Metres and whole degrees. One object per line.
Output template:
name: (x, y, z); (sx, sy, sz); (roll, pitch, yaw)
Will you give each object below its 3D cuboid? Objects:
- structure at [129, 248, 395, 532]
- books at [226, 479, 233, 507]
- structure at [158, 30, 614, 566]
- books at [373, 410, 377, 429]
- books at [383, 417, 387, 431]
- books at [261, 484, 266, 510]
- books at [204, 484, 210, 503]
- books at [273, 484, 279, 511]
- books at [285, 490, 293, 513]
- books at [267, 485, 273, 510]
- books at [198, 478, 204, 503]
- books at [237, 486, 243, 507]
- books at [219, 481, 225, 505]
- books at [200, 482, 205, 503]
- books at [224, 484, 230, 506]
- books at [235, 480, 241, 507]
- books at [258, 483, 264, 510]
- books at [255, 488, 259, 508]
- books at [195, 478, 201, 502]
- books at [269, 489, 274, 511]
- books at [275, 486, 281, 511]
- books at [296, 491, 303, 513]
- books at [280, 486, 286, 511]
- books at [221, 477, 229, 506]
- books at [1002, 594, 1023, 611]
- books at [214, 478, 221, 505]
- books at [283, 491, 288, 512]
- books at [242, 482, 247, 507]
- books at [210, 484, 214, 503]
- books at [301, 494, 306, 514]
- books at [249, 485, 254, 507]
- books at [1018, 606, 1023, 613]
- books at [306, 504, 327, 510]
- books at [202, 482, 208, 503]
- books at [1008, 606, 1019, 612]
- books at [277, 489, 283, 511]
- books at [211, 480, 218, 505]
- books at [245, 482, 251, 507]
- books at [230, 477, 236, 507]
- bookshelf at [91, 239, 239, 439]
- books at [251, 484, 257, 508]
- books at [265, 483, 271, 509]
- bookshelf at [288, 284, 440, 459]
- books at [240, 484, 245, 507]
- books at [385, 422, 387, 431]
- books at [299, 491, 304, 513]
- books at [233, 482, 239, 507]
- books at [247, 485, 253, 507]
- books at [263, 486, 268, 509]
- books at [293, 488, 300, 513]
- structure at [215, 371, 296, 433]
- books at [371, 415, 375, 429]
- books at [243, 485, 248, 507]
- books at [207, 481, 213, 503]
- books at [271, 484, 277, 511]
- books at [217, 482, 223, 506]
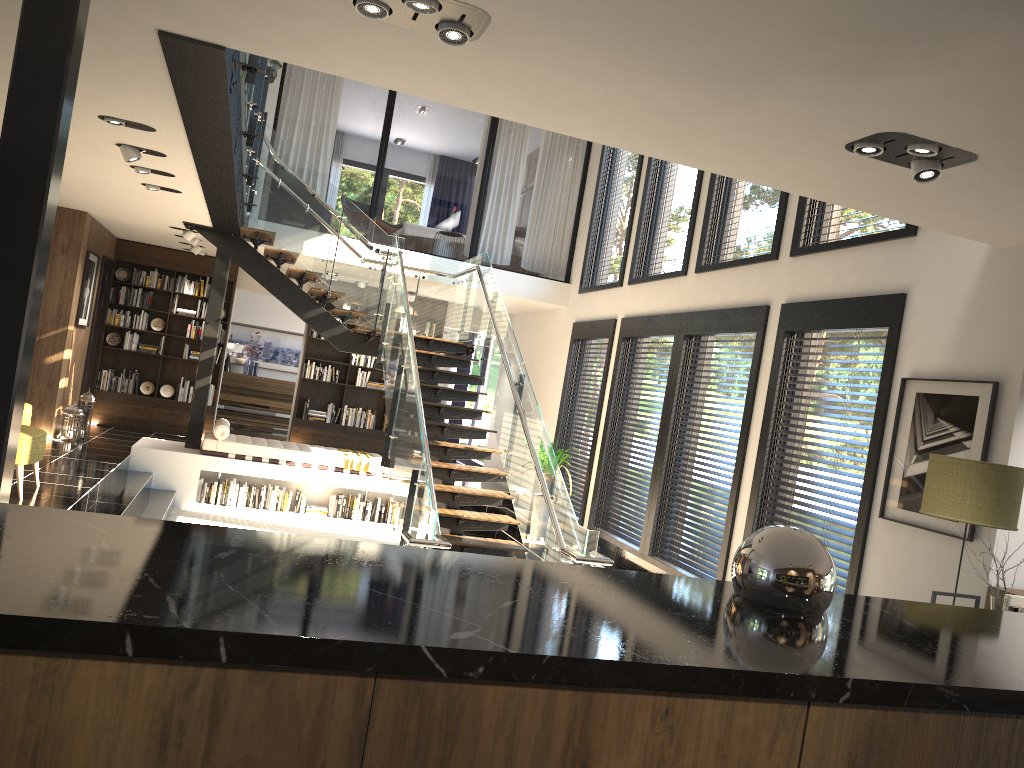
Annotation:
structure: (-2.606, 0.030, 11.328); (3.784, 3.245, 1.148); (9, 0, -17)
books: (-3.398, 1.308, 10.676); (0.028, 0.309, 0.211); (9, 0, -17)
structure: (-1.396, -0.225, 7.720); (3.449, 4.868, 7.275); (9, 0, -17)
books: (-2.172, 0.560, 13.975); (0.022, 0.307, 0.131); (9, 0, -17)
books: (-2.012, 0.609, 14.018); (0.024, 0.264, 0.174); (9, 0, -17)
books: (-3.045, 1.377, 10.858); (0.025, 0.293, 0.205); (9, 0, -17)
books: (-3.658, 1.314, 10.641); (0.029, 0.211, 0.130); (9, 0, -17)
books: (-2.900, 1.395, 10.899); (0.020, 0.305, 0.172); (9, 0, -17)
books: (-2.755, 1.443, 10.938); (0.050, 0.258, 0.215); (9, 0, -17)
books: (-2.976, 1.392, 10.888); (0.025, 0.287, 0.169); (9, 0, -17)
books: (-3.721, 1.266, 10.603); (0.024, 0.286, 0.130); (9, 0, -17)
books: (-3.294, 1.361, 10.737); (0.029, 0.240, 0.165); (9, 0, -17)
books: (-3.490, 1.308, 10.680); (0.028, 0.279, 0.120); (9, 0, -17)
books: (-3.699, 1.298, 10.596); (0.024, 0.229, 0.171); (9, 0, -17)
books: (-3.438, 1.338, 10.692); (0.029, 0.237, 0.146); (9, 0, -17)
books: (-3.312, 1.321, 10.733); (0.021, 0.313, 0.139); (9, 0, -17)
books: (-3.069, 1.369, 10.837); (0.033, 0.299, 0.195); (9, 0, -17)
books: (-3.120, 1.394, 10.847); (0.050, 0.234, 0.149); (9, 0, -17)
books: (-3.750, 1.269, 10.611); (0.025, 0.270, 0.156); (9, 0, -17)
books: (-2.948, 1.417, 10.873); (0.027, 0.246, 0.193); (9, 0, -17)
books: (-2.882, 1.404, 10.909); (0.023, 0.293, 0.157); (9, 0, -17)
books: (-2.649, 1.465, 11.023); (0.045, 0.251, 0.142); (9, 0, -17)
books: (-2.830, 1.413, 10.952); (0.037, 0.293, 0.128); (9, 0, -17)
books: (-3.452, 1.292, 10.661); (0.030, 0.322, 0.202); (9, 0, -17)
books: (2.507, 1.213, 4.425); (0.160, 0.312, 0.035); (9, 0, -17)
books: (-3.540, 1.282, 10.668); (0.029, 0.314, 0.163); (9, 0, -17)
books: (-2.792, 1.450, 10.919); (0.028, 0.233, 0.205); (9, 0, -17)
books: (-3.256, 1.339, 10.785); (0.020, 0.295, 0.102); (9, 0, -17)
books: (-3.604, 1.316, 10.654); (0.020, 0.225, 0.156); (9, 0, -17)
books: (-2.590, 1.492, 11.015); (0.030, 0.218, 0.185); (9, 0, -17)
books: (-3.176, 1.371, 10.824); (0.019, 0.261, 0.182); (9, 0, -17)
books: (2.531, 1.235, 4.342); (0.160, 0.276, 0.030); (9, 0, -17)
books: (-2.443, 1.540, 11.080); (0.249, 0.026, 0.148); (10, -1, -19)
books: (-3.674, 1.296, 10.607); (0.027, 0.241, 0.149); (9, 0, -17)
books: (2.522, 1.240, 4.396); (0.173, 0.262, 0.030); (9, 0, -17)
books: (-2.862, 1.429, 10.932); (0.034, 0.252, 0.151); (9, 0, -17)
books: (-3.566, 1.298, 10.633); (0.035, 0.273, 0.200); (9, 0, -17)
books: (-3.226, 1.351, 10.841); (0.025, 0.285, 0.137); (9, 0, -17)
books: (-3.365, 1.299, 10.706); (0.051, 0.338, 0.187); (9, 0, -17)
bookshelf: (-5.108, -0.629, 13.068); (1.704, 2.682, 0.273); (9, 0, -17)
books: (-3.149, 1.365, 10.823); (0.028, 0.282, 0.172); (9, 0, -17)
books: (-2.999, 1.377, 10.889); (0.023, 0.308, 0.126); (9, 0, -17)
bookshelf: (-2.250, -0.149, 13.942); (2.091, 2.682, 0.273); (9, 0, -17)
books: (-3.271, 1.349, 10.758); (0.021, 0.270, 0.148); (9, 0, -17)
books: (-1.990, 0.646, 14.012); (0.025, 0.199, 0.149); (9, 0, -17)
books: (-2.610, 1.468, 11.008); (0.020, 0.257, 0.154); (9, 0, -17)
books: (-3.333, 1.333, 10.717); (0.025, 0.282, 0.149); (9, 0, -17)
books: (-3.201, 1.368, 10.834); (0.023, 0.260, 0.133); (9, 0, -17)
books: (-3.027, 1.391, 10.883); (0.029, 0.271, 0.128); (9, 0, -17)
books: (-2.677, 1.444, 10.996); (0.031, 0.284, 0.176); (9, 0, -17)
structure: (-4.467, 0.404, 16.931); (6.280, 0.982, 0.885); (10, 0, -17)
books: (-2.198, 0.597, 13.958); (0.026, 0.227, 0.129); (9, 0, -17)
books: (-3.253, 1.366, 10.835); (0.026, 0.247, 0.149); (9, 0, -17)
books: (-3.627, 1.297, 10.653); (0.030, 0.256, 0.145); (9, 0, -17)
books: (-2.923, 1.391, 10.897); (0.026, 0.305, 0.187); (9, 0, -17)
books: (-3.509, 1.317, 10.641); (0.027, 0.254, 0.204); (9, 0, -17)
